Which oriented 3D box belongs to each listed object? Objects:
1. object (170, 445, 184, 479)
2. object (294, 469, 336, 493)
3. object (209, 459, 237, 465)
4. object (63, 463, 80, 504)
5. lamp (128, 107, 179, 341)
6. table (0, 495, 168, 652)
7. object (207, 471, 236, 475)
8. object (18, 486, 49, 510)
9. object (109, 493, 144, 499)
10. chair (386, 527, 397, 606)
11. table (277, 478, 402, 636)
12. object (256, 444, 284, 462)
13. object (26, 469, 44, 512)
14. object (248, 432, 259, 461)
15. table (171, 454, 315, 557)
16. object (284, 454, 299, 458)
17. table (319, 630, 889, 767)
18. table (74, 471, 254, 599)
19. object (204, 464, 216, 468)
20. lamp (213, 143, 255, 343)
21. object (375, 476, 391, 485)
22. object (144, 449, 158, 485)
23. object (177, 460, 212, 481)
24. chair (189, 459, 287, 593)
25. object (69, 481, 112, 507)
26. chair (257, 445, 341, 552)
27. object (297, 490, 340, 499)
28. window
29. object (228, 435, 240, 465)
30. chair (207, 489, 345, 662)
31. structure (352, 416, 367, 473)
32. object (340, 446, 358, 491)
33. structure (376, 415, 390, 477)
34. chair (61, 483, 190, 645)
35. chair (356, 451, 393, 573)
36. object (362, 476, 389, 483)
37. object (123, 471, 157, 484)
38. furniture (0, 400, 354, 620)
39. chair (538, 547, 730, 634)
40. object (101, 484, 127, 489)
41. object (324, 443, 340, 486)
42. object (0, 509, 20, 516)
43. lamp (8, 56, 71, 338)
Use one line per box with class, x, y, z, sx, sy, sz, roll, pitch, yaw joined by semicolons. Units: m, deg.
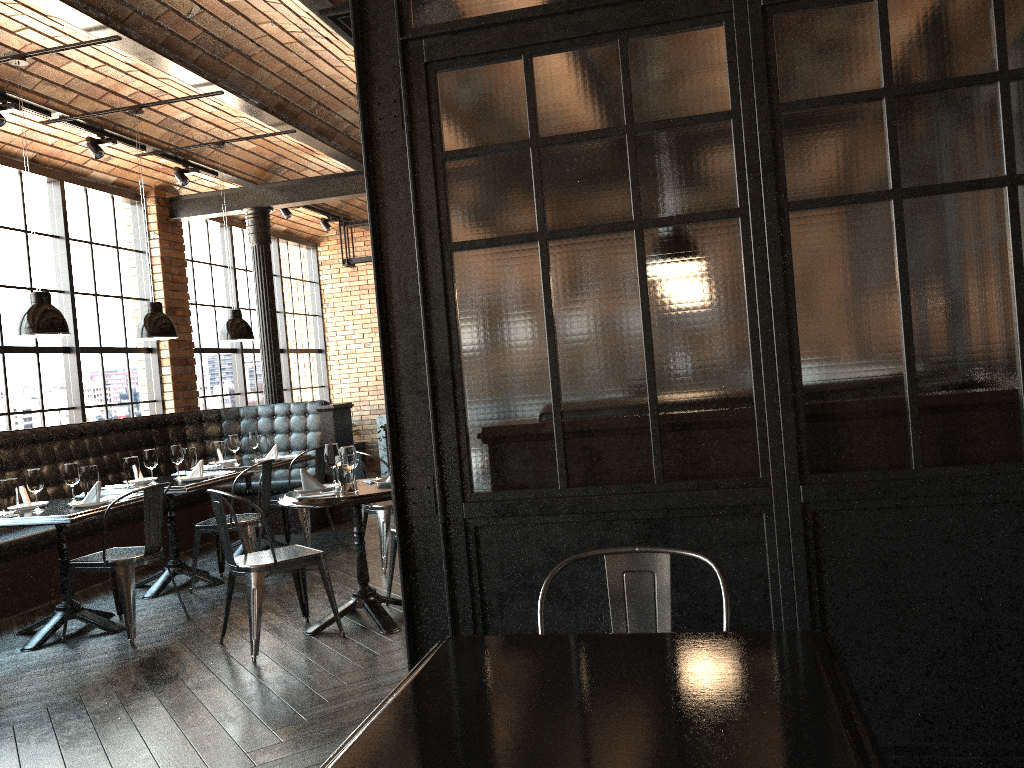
object;-2.445;0.570;6.478;0.092;0.244;0.092;-5;1;-26
object;-1.109;0.538;4.981;0.232;0.139;0.232;-5;1;9
object;-2.457;0.613;7.526;0.232;0.139;0.232;-5;1;7
object;-2.685;0.607;5.414;0.092;0.244;0.092;-6;1;-38
lamp;-2.617;-1.146;6.350;0.291;1.653;0.291;-4;1;38
table;-2.680;1.111;5.315;0.872;0.758;0.872;-5;1;13
object;-2.199;0.661;6.586;0.255;0.019;0.157;-5;1;13
object;-2.943;0.689;5.377;0.232;0.139;0.232;-5;1;7
object;-2.440;0.698;5.522;0.255;0.019;0.157;-5;1;13
chair;-0.430;0.869;5.284;0.558;0.857;0.504;-6;1;-37
table;-0.853;0.960;5.012;0.866;0.758;0.866;-5;1;-24
object;-2.026;0.578;7.421;0.232;0.139;0.232;-5;1;10
object;-2.775;0.619;5.167;0.092;0.244;0.092;-6;1;-38
object;-2.200;0.532;7.563;0.092;0.244;0.092;-5;1;-26
table;-2.196;1.036;7.453;0.872;0.758;0.872;-5;1;13
object;-1.954;0.623;7.670;0.255;0.019;0.157;-5;1;13
table;0.185;0.925;1.534;0.872;0.758;0.872;-5;1;13
table;-2.439;1.074;6.377;0.872;0.758;0.872;-5;1;13
object;-2.501;0.675;7.309;0.255;0.019;0.157;-5;1;13
lamp;-2.373;-1.184;7.425;0.291;1.653;0.291;-5;1;-32
object;-0.669;0.499;5.049;0.232;0.139;0.232;-5;1;-32
object;-2.535;0.581;6.231;0.092;0.244;0.092;-6;1;-38
object;-2.272;0.616;6.337;0.232;0.139;0.232;-5;1;10
chair;-1.951;0.983;6.293;0.558;0.857;0.504;-5;1;8
object;-2.512;0.653;5.273;0.232;0.139;0.232;-5;1;10
chair;-1.777;0.952;7.322;0.558;0.857;0.504;-5;1;18
object;-1.025;0.589;4.776;0.255;0.019;0.157;-5;1;-7
window;-4.680;-0.223;5.573;0.168;3.253;16.179;-5;1;13
object;-2.289;0.543;7.315;0.092;0.244;0.092;-5;1;-26
chair;-1.286;0.951;4.741;0.558;0.857;0.504;-6;1;-37
structure;-2.848;0.873;11.410;0.757;1.072;4.107;-5;1;12
object;-0.888;0.462;4.841;0.092;0.244;0.092;-5;1;10
structure;1.107;0.352;11.573;5.346;1.430;1.930;-5;1;13
chair;-2.289;1.029;5.223;0.558;0.857;0.504;-5;1;18
chair;-0.868;0.887;6.527;0.558;0.857;0.504;-5;1;-32
object;-0.785;0.561;5.220;0.255;0.019;0.157;-5;1;-27
object;-2.702;0.651;6.441;0.232;0.139;0.232;-5;1;7
furniture;-3.112;0.902;6.525;1.979;1.212;5.451;-5;1;13
chair;0.278;0.859;2.044;0.504;0.857;0.558;-5;1;18
object;-2.746;0.713;6.225;0.255;0.019;0.157;-5;1;13
object;-1.042;0.470;5.161;0.092;0.244;0.092;-5;1;-24
object;-2.987;0.751;5.161;0.255;0.019;0.157;-5;1;13
lamp;-2.860;-1.108;5.275;0.291;1.653;0.291;-5;1;-12
